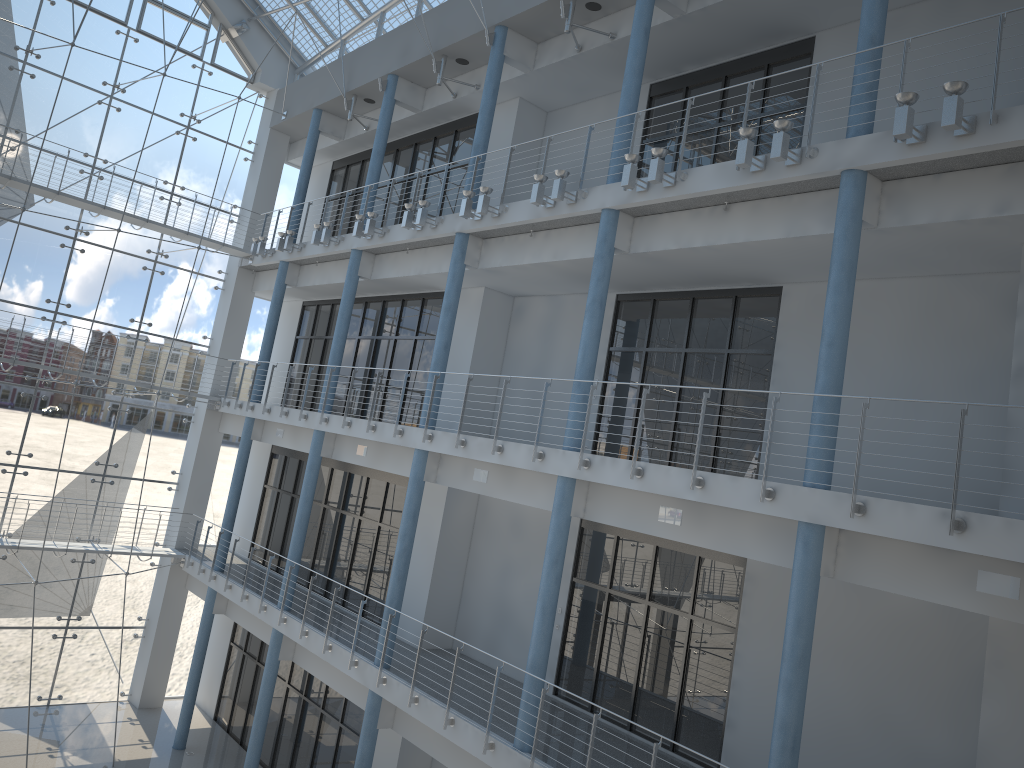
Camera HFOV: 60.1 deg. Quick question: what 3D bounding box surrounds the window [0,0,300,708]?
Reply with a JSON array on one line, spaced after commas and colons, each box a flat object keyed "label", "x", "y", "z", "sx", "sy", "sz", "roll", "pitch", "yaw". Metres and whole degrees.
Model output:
[{"label": "window", "x": -2.203, "y": -0.596, "z": 2.079, "sx": 3.810, "sy": 2.800, "sz": 0.010, "roll": 16, "pitch": -10, "yaw": -42}]
